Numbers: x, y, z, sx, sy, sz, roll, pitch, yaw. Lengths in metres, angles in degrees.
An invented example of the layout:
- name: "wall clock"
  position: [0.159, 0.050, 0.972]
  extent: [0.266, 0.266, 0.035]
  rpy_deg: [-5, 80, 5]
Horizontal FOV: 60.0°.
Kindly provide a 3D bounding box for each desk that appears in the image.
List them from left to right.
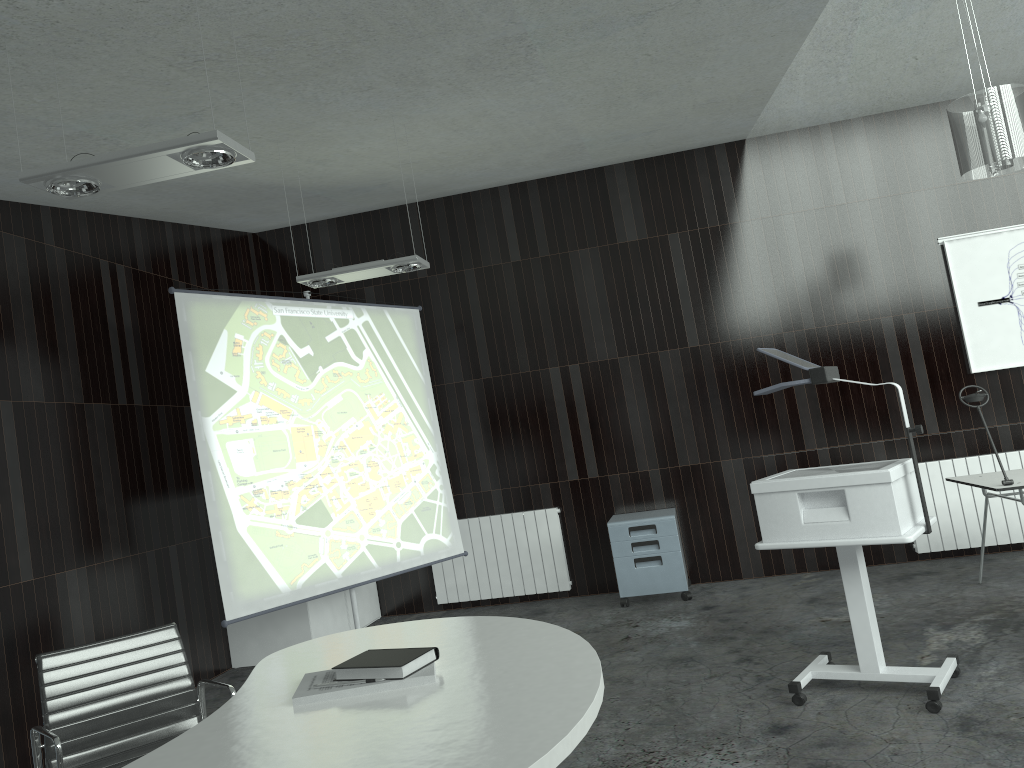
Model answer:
- name: "desk"
  position: [-0.207, 1.113, 1.779]
  extent: [0.910, 0.818, 1.600]
  rpy_deg: [-9, -4, 5]
- name: "desk"
  position: [2.919, 0.622, 4.930]
  extent: [0.700, 1.321, 0.900]
  rpy_deg: [-9, -4, 10]

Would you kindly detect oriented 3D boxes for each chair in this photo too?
- name: "chair"
  position: [-1.147, 1.331, 2.802]
  extent: [0.560, 0.825, 0.587]
  rpy_deg: [-5, -6, -41]

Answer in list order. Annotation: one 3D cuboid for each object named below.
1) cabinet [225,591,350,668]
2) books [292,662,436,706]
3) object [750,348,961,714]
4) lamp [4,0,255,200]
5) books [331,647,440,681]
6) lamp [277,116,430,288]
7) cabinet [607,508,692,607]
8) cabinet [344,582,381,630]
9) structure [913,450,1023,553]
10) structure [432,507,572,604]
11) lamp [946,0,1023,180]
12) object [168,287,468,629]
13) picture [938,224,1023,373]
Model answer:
- name: "cabinet"
  position: [-1.597, 1.416, 6.159]
  extent: [0.587, 1.285, 0.639]
  rpy_deg: [-9, -4, 10]
- name: "books"
  position: [-0.318, 0.719, 1.954]
  extent: [0.297, 0.021, 0.210]
  rpy_deg: [-8, -4, -6]
- name: "object"
  position: [1.415, 0.597, 3.712]
  extent: [0.680, 1.639, 0.559]
  rpy_deg: [-12, -5, 34]
- name: "lamp"
  position: [-1.312, -2.422, 2.620]
  extent: [0.600, 3.595, 0.212]
  rpy_deg: [-9, -4, 10]
- name: "books"
  position: [-0.279, 0.689, 1.971]
  extent: [0.183, 0.032, 0.164]
  rpy_deg: [-11, -5, 23]
- name: "lamp"
  position: [-0.975, -2.340, 4.372]
  extent: [0.600, 3.595, 0.212]
  rpy_deg: [-9, -4, 10]
- name: "cabinet"
  position: [0.990, 1.369, 6.361]
  extent: [0.502, 0.648, 0.598]
  rpy_deg: [-9, -4, 10]
- name: "cabinet"
  position: [-1.474, 1.445, 6.795]
  extent: [0.587, 1.285, 0.639]
  rpy_deg: [-9, -4, 10]
- name: "structure"
  position: [3.289, 0.904, 6.199]
  extent: [1.129, 0.688, 0.079]
  rpy_deg: [-9, -4, 10]
- name: "structure"
  position: [-0.136, 1.474, 6.831]
  extent: [1.129, 0.688, 0.079]
  rpy_deg: [-9, -4, 10]
- name: "lamp"
  position: [2.301, -2.061, 4.479]
  extent: [0.359, 1.761, 0.350]
  rpy_deg: [-9, -4, 10]
- name: "object"
  position: [-1.017, 0.613, 5.466]
  extent: [0.673, 2.602, 2.051]
  rpy_deg: [-12, -5, 35]
- name: "picture"
  position: [4.994, -0.931, 5.976]
  extent: [3.818, 1.102, 0.050]
  rpy_deg: [-9, -4, 10]
